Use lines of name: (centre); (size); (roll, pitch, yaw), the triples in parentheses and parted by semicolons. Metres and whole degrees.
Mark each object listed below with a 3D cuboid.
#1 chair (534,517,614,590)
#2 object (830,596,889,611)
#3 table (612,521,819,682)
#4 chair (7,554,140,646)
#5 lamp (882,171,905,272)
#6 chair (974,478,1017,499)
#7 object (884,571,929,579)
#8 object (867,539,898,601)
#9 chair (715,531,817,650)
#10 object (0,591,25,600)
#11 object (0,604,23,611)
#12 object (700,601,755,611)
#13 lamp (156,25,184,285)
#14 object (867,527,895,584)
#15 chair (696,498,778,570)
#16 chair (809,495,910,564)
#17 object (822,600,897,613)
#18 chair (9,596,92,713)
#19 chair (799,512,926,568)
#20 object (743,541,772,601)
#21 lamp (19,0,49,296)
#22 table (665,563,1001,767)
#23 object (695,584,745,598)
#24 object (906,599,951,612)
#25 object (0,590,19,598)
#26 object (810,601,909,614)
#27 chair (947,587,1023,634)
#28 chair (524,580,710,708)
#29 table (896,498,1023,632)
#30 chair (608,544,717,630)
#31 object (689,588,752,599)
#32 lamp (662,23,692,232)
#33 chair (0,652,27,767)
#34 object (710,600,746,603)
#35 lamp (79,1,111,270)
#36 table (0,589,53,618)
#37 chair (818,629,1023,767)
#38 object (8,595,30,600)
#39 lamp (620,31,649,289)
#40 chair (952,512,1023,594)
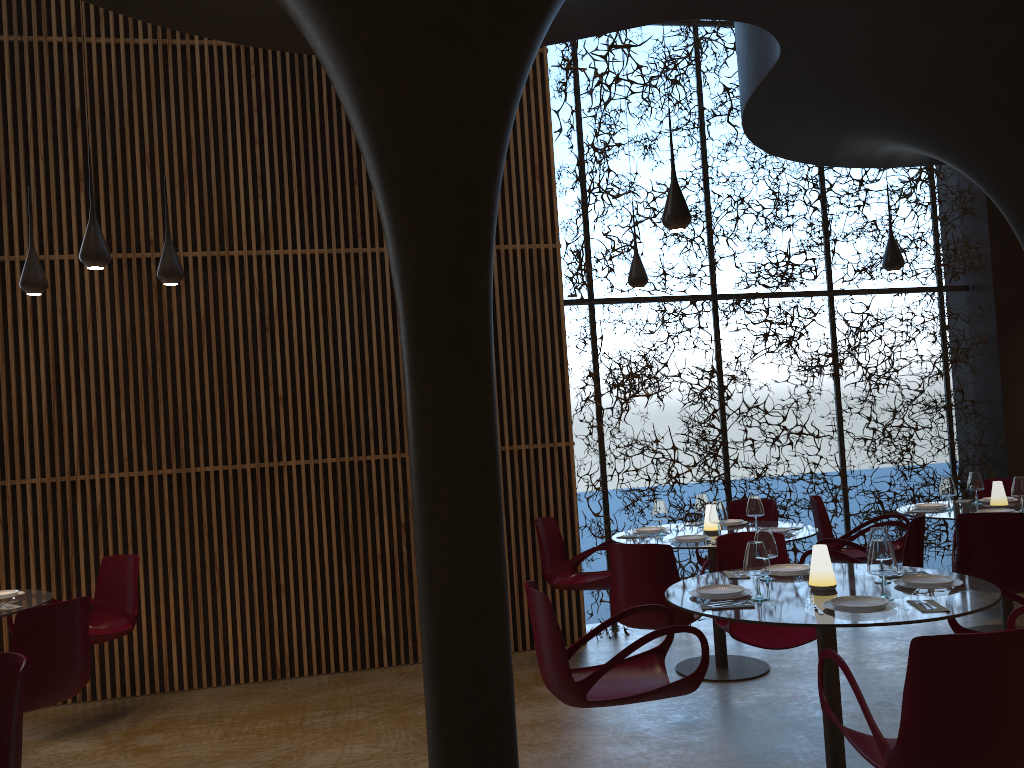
chair: (0.649, 1.507, 7.897); (0.873, 0.635, 0.625); (-5, -3, 23)
object: (1.654, 1.048, 4.224); (0.263, 0.029, 0.263); (-4, -3, 12)
table: (1.705, 1.799, 7.360); (1.674, 1.129, 1.672); (-5, -3, 30)
chair: (-3.344, 1.716, 6.924); (0.625, 0.635, 0.872); (-5, -3, 28)
lamp: (3.331, -4.171, 8.290); (0.196, 6.272, 0.196); (-4, -2, 13)
chair: (4.775, 1.279, 8.692); (0.625, 0.635, 0.872); (-5, -3, 33)
object: (2.200, 1.069, 4.957); (0.262, 0.017, 0.126); (-4, -3, -1)
object: (1.828, 0.917, 4.373); (0.142, 0.295, 0.142); (-2, -2, -37)
chair: (1.638, 1.327, 5.756); (0.625, 0.635, 0.873); (-4, -3, 3)
object: (-3.669, 1.519, 6.332); (0.331, 0.014, 0.332); (-1, -4, -38)
object: (-3.358, 1.482, 5.881); (0.262, 0.017, 0.126); (-6, -4, 39)
object: (1.079, 1.115, 4.446); (0.262, 0.017, 0.126); (-4, -3, 3)
lamp: (-2.722, -3.864, 6.625); (0.196, 6.272, 0.196); (-4, -2, -4)
object: (2.002, 0.929, 4.814); (0.142, 0.295, 0.142); (-3, -2, -24)
chair: (2.157, 1.428, 8.274); (0.625, 0.635, 0.872); (-5, -3, 33)
chair: (3.267, 1.358, 8.315); (0.873, 0.635, 0.625); (-5, -3, 23)
object: (1.655, 1.058, 4.224); (0.332, 0.014, 0.332); (-5, -3, 19)
chair: (-2.933, 1.601, 5.288); (0.873, 0.635, 0.625); (-5, -3, 28)
chair: (2.683, 1.311, 6.722); (0.873, 0.635, 0.625); (-5, -3, 28)
object: (1.268, 0.965, 4.583); (0.142, 0.295, 0.142); (-3, -2, -20)
lamp: (-3.754, -3.794, 6.672); (0.196, 6.272, 0.196); (-4, -2, -4)
table: (1.700, 1.658, 4.725); (1.672, 1.129, 1.673); (-4, -3, 8)
object: (1.115, 1.111, 4.747); (0.263, 0.029, 0.263); (-4, -3, -3)
object: (1.950, 1.042, 4.159); (0.126, 0.017, 0.262); (-4, -3, 9)
object: (-3.670, 1.510, 6.332); (0.263, 0.029, 0.263); (-3, -3, -9)
object: (1.650, 1.059, 4.224); (0.411, 0.012, 0.204); (-4, -3, 5)
chair: (2.869, 1.189, 4.678); (0.872, 0.635, 0.625); (-4, -2, -2)
chair: (0.519, 1.342, 4.675); (0.872, 0.635, 0.625); (-3, -2, -7)
table: (4.323, 1.650, 7.779); (1.674, 1.129, 1.672); (-5, -3, 30)
chair: (1.049, 1.395, 6.308); (0.625, 0.635, 0.872); (-5, -3, 28)
object: (1.116, 1.121, 4.746); (0.331, 0.014, 0.332); (-3, -3, -19)
lamp: (0.886, -4.138, 5.922); (0.196, 6.272, 0.196); (-5, -2, 33)
chair: (-2.350, 1.463, 3.427); (0.626, 0.635, 0.872); (-6, -3, 41)
object: (1.115, 1.123, 4.751); (0.204, 0.012, 0.411); (-4, -3, -1)
lamp: (-2.940, -3.888, 5.908); (0.196, 6.272, 0.196); (-4, -2, 16)
table: (-3.967, 2.092, 5.906); (1.674, 1.129, 1.672); (-5, -3, 34)
chair: (1.659, 1.204, 3.501); (0.625, 0.635, 0.873); (-4, -3, -2)
object: (-3.665, 1.520, 6.330); (0.411, 0.012, 0.204); (-5, -3, 25)
lamp: (0.969, -4.015, 8.303); (0.196, 6.272, 0.196); (-4, -2, 13)
chair: (3.668, 1.246, 6.726); (0.625, 0.635, 0.872); (-5, -3, 28)
